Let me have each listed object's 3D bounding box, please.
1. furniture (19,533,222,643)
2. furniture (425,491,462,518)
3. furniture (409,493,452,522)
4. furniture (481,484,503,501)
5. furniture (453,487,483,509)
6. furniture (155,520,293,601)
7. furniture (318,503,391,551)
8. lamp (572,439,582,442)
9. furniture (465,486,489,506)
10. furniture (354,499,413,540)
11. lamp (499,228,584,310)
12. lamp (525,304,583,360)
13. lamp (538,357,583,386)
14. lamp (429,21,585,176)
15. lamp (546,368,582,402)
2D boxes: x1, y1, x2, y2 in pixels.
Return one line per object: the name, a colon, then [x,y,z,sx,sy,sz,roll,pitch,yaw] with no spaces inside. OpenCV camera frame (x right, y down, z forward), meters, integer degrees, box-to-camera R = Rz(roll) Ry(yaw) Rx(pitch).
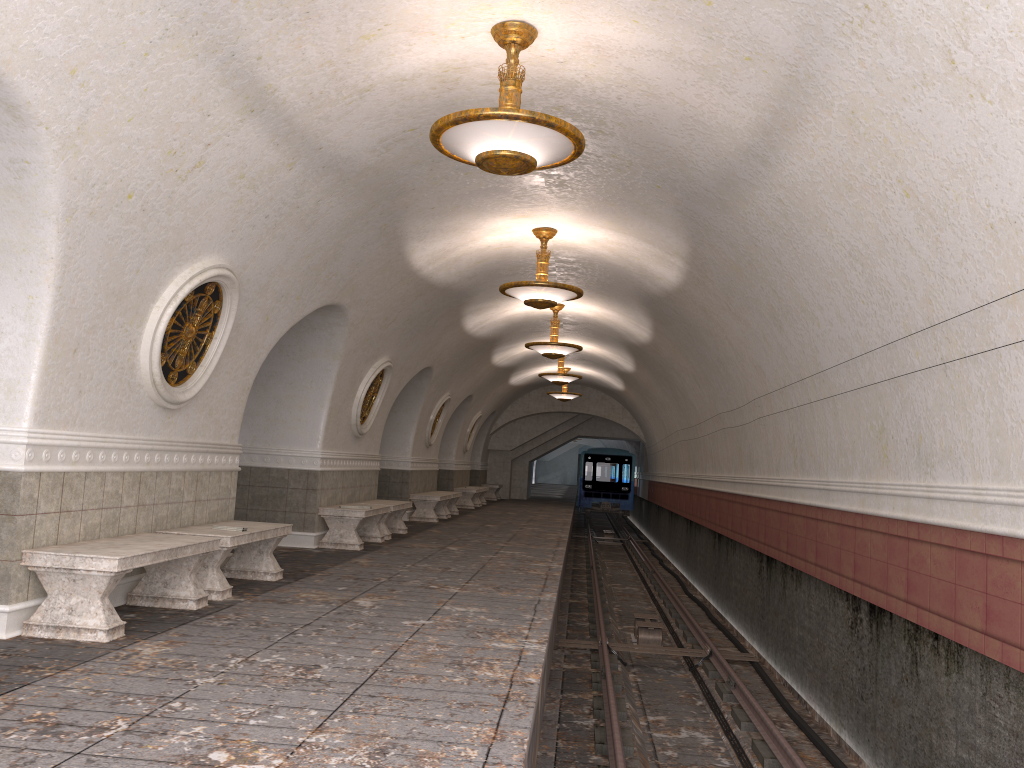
furniture: [-2.582,1.331,5.984,0.613,0.508,1.509,3,-5,5]
furniture: [-1.517,2.648,19.591,0.613,0.508,1.509,3,-5,5]
furniture: [-1.647,2.486,17.922,0.613,0.508,1.509,3,-5,5]
furniture: [-0.695,3.664,30.093,0.613,0.508,1.509,3,-5,5]
furniture: [-1.184,3.059,23.839,0.613,0.508,1.509,3,-5,5]
furniture: [-2.451,1.493,7.653,0.613,0.508,1.509,3,-5,5]
furniture: [-2.115,1.908,11.947,0.613,0.508,1.509,3,-5,5]
lamp: [4.343,3.560,61.435,1.008,0.955,1.008,4,-5,-9]
furniture: [-1.054,3.220,25.508,0.613,0.508,1.509,3,-5,5]
furniture: [-1.985,2.070,13.616,0.613,0.508,1.509,3,-5,5]
lamp: [0.363,-1.360,10.591,1.008,0.955,1.008,5,-5,-11]
lamp: [0.739,-0.896,15.384,1.008,0.955,1.008,1,-6,21]
lamp: [1.114,-0.432,20.175,1.008,0.955,1.008,1,-6,21]
lamp: [-0.014,-1.827,5.766,1.008,0.955,1.008,5,-5,-11]
lamp: [1.489,0.031,24.968,1.008,0.955,1.008,8,-7,-39]
